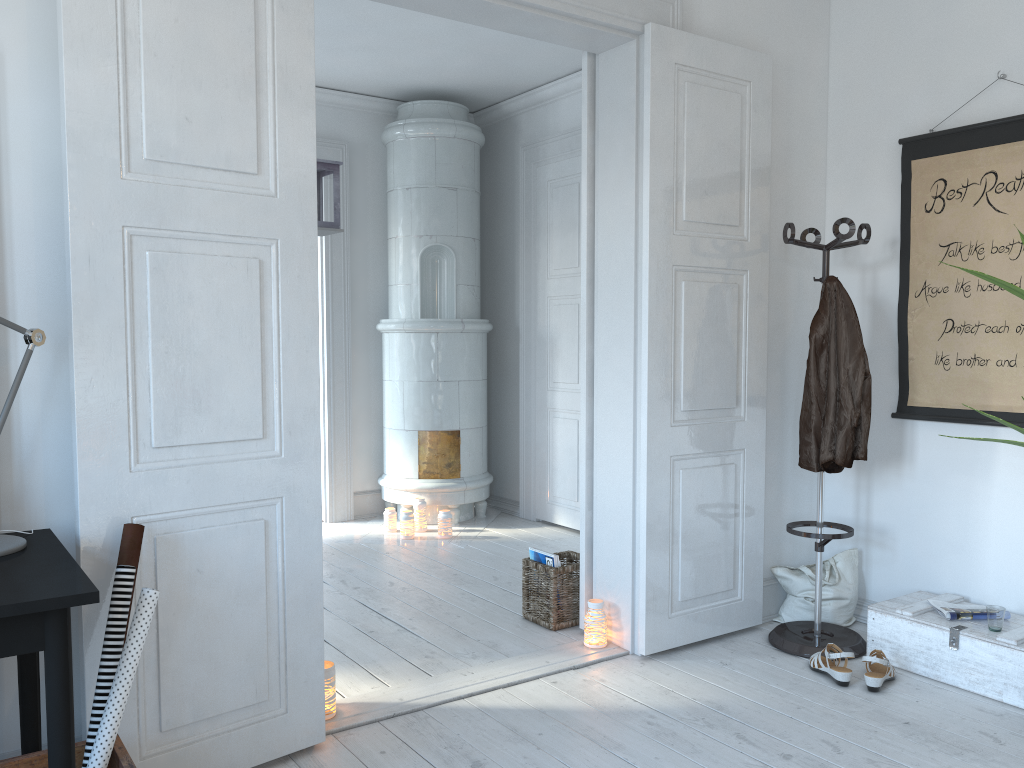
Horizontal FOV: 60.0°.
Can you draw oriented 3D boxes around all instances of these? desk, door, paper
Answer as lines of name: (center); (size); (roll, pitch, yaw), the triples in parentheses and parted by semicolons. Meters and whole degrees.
desk: (-1.406, 0.756, 1.565); (1.159, 0.760, 0.650); (-2, 4, -34)
door: (-0.134, -0.193, 3.060); (2.598, 2.508, 0.577); (-2, 4, -34)
paper: (-0.930, 0.763, 2.001); (0.043, 0.670, 0.266); (1, 4, 11)
paper: (1.674, 0.830, 3.261); (0.222, 0.031, 0.175); (0, 3, -2)
paper: (-0.896, 0.782, 1.954); (0.041, 0.627, 0.283); (3, 5, 34)
door: (-1.840, -0.314, 5.541); (2.598, 2.508, 0.577); (-2, 4, -34)
paper: (-0.947, 0.717, 2.071); (0.048, 0.748, 0.297); (1, 4, 11)
door: (0.628, -0.310, 5.402); (0.306, 2.508, 1.598); (-3, 4, -34)

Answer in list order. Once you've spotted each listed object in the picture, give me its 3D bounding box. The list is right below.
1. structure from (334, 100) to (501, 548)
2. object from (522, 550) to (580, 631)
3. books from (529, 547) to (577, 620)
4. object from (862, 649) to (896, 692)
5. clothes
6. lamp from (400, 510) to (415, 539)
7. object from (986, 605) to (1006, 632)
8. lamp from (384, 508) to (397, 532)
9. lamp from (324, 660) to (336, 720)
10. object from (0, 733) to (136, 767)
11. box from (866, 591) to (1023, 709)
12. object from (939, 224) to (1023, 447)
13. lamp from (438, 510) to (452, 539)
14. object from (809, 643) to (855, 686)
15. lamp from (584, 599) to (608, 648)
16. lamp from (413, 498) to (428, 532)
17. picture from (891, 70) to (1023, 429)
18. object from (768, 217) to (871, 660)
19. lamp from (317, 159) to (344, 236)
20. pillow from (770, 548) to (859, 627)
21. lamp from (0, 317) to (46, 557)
structure: (-0.558, -0.406, 5.756); (0.800, 2.831, 1.246); (1, 4, 11)
object: (0.216, 0.889, 3.844); (0.270, 0.265, 0.223); (-2, 4, -34)
books: (0.205, 0.856, 3.835); (0.201, 0.300, 0.179); (-2, 4, -34)
object: (1.304, 0.992, 3.147); (0.099, 0.126, 0.272); (2, 4, 28)
clothes: (1.241, -0.030, 3.394); (0.237, 0.771, 0.211); (0, 4, -1)
lamp: (-0.640, 0.860, 5.416); (0.089, 0.166, 0.089); (-2, 4, -33)
object: (1.675, 0.815, 3.072); (0.060, 0.082, 0.060); (1, 4, 21)
lamp: (-0.770, 0.860, 5.607); (0.084, 0.146, 0.084); (-2, 4, -30)
lamp: (-0.607, 0.977, 2.828); (0.089, 0.166, 0.089); (-3, 5, -42)
object: (-1.111, 0.983, 1.783); (0.664, 0.283, 0.339); (-2, 4, -34)
box: (1.670, 0.941, 3.205); (0.376, 0.218, 0.641); (-2, 4, -34)
object: (1.759, 0.297, 2.696); (1.043, 1.556, 0.288); (0, 4, -5)
lamp: (-0.410, 0.858, 5.435); (0.089, 0.166, 0.089); (-3, 4, -35)
object: (1.150, 0.989, 3.211); (0.099, 0.126, 0.272); (0, 3, -2)
lamp: (0.328, 0.940, 3.482); (0.093, 0.180, 0.092); (3, 5, 38)
lamp: (-0.584, 0.828, 5.613); (0.098, 0.210, 0.098); (-2, 4, -30)
picture: (1.806, -0.498, 3.311); (0.057, 1.315, 0.792); (-3, 4, -34)
object: (1.216, 0.207, 3.477); (0.374, 1.660, 0.374); (-2, 4, -27)
lamp: (-0.935, -1.582, 4.049); (0.228, 1.764, 0.228); (-3, 5, -38)
pillow: (1.312, 0.864, 3.800); (0.317, 0.314, 0.272); (-2, 4, -34)
lamp: (-1.212, 0.008, 1.796); (0.230, 0.717, 0.616); (2, 4, 26)
